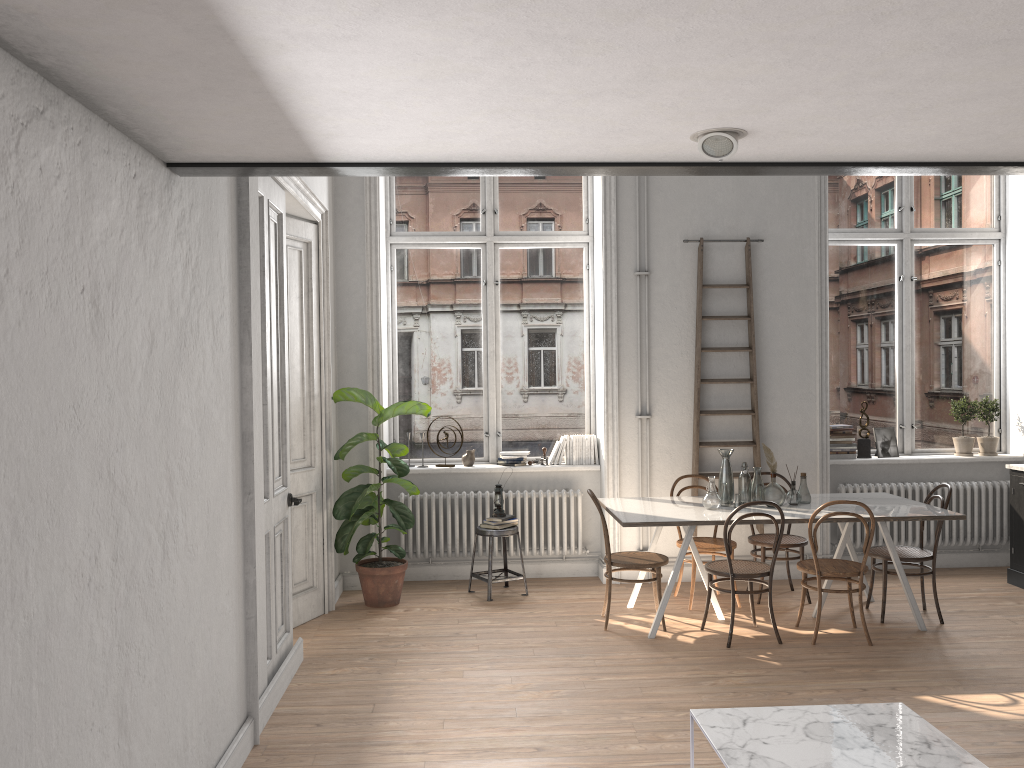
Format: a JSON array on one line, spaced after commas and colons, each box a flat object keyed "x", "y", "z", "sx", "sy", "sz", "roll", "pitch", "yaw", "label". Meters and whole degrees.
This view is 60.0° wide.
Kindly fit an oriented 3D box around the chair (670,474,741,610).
[{"x": 1.435, "y": 1.163, "z": 6.624, "sx": 0.438, "sy": 0.921, "sz": 0.549, "roll": -1, "pitch": 1, "yaw": -5, "label": "chair"}]

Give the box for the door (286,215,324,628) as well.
[{"x": -1.559, "y": 0.259, "z": 5.903, "sx": 0.216, "sy": 2.815, "sz": 1.097, "roll": 0, "pitch": 1, "yaw": 22, "label": "door"}]

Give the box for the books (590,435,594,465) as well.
[{"x": 0.674, "y": 0.557, "z": 7.554, "sx": 0.024, "sy": 0.243, "sz": 0.175, "roll": -1, "pitch": 1, "yaw": -3, "label": "books"}]

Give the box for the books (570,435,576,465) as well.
[{"x": 0.519, "y": 0.559, "z": 7.536, "sx": 0.024, "sy": 0.243, "sz": 0.175, "roll": -1, "pitch": 1, "yaw": -3, "label": "books"}]

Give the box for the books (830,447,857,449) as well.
[{"x": 2.811, "y": 0.544, "z": 7.652, "sx": 0.255, "sy": 0.014, "sz": 0.192, "roll": -1, "pitch": 1, "yaw": 0, "label": "books"}]

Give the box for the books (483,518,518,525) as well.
[{"x": -0.088, "y": 1.075, "z": 6.961, "sx": 0.232, "sy": 0.029, "sz": 0.162, "roll": -1, "pitch": 1, "yaw": -32, "label": "books"}]

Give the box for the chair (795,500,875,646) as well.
[{"x": 2.062, "y": 1.164, "z": 5.679, "sx": 0.438, "sy": 0.921, "sz": 0.549, "roll": -1, "pitch": 1, "yaw": 8, "label": "chair"}]

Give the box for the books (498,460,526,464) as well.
[{"x": 0.004, "y": 0.654, "z": 7.506, "sx": 0.205, "sy": 0.022, "sz": 0.155, "roll": -1, "pitch": 1, "yaw": 17, "label": "books"}]

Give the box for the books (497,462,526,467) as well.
[{"x": -0.002, "y": 0.677, "z": 7.510, "sx": 0.147, "sy": 0.023, "sz": 0.221, "roll": -1, "pitch": 1, "yaw": -44, "label": "books"}]

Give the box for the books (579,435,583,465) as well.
[{"x": 0.581, "y": 0.558, "z": 7.570, "sx": 0.024, "sy": 0.243, "sz": 0.175, "roll": -1, "pitch": 1, "yaw": -3, "label": "books"}]

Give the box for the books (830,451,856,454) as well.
[{"x": 2.803, "y": 0.586, "z": 7.637, "sx": 0.249, "sy": 0.023, "sz": 0.175, "roll": -1, "pitch": 1, "yaw": -7, "label": "books"}]

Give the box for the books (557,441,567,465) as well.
[{"x": 0.423, "y": 0.580, "z": 7.541, "sx": 0.072, "sy": 0.203, "sz": 0.155, "roll": -1, "pitch": 1, "yaw": -3, "label": "books"}]

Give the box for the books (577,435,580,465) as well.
[{"x": 0.560, "y": 0.558, "z": 7.564, "sx": 0.019, "sy": 0.244, "sz": 0.174, "roll": -1, "pitch": 1, "yaw": -3, "label": "books"}]

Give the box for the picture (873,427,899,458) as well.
[{"x": 3.229, "y": 0.509, "z": 7.716, "sx": 0.221, "sy": 0.264, "sz": 0.149, "roll": -1, "pitch": 1, "yaw": -19, "label": "picture"}]

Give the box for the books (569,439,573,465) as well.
[{"x": 0.497, "y": 0.578, "z": 7.545, "sx": 0.020, "sy": 0.205, "sz": 0.155, "roll": -1, "pitch": 1, "yaw": -3, "label": "books"}]

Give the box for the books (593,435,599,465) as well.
[{"x": 0.705, "y": 0.556, "z": 7.554, "sx": 0.040, "sy": 0.244, "sz": 0.174, "roll": -1, "pitch": 1, "yaw": -3, "label": "books"}]

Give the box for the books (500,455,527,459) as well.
[{"x": 0.008, "y": 0.611, "z": 7.493, "sx": 0.205, "sy": 0.020, "sz": 0.155, "roll": -1, "pitch": 1, "yaw": -13, "label": "books"}]

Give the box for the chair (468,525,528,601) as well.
[{"x": -0.111, "y": 1.376, "z": 6.929, "sx": 0.364, "sy": 0.523, "sz": 0.360, "roll": -1, "pitch": 1, "yaw": -29, "label": "chair"}]

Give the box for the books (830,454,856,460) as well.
[{"x": 2.801, "y": 0.618, "z": 7.639, "sx": 0.248, "sy": 0.043, "sz": 0.192, "roll": -1, "pitch": 1, "yaw": -3, "label": "books"}]

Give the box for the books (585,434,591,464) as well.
[{"x": 0.647, "y": 0.557, "z": 7.573, "sx": 0.024, "sy": 0.243, "sz": 0.175, "roll": -1, "pitch": 1, "yaw": -3, "label": "books"}]

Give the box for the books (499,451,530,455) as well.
[{"x": 0.026, "y": 0.586, "z": 7.513, "sx": 0.244, "sy": 0.019, "sz": 0.174, "roll": -1, "pitch": 1, "yaw": 7, "label": "books"}]

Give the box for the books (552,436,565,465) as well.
[{"x": 0.398, "y": 0.564, "z": 7.538, "sx": 0.100, "sy": 0.235, "sz": 0.174, "roll": -1, "pitch": 1, "yaw": -3, "label": "books"}]

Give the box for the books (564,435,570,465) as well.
[{"x": 0.470, "y": 0.559, "z": 7.564, "sx": 0.024, "sy": 0.243, "sz": 0.175, "roll": -1, "pitch": 1, "yaw": -3, "label": "books"}]

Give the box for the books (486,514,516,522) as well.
[{"x": -0.086, "y": 1.052, "z": 6.962, "sx": 0.147, "sy": 0.027, "sz": 0.221, "roll": 0, "pitch": 1, "yaw": 29, "label": "books"}]

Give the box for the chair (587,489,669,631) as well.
[{"x": 0.793, "y": 1.177, "z": 6.061, "sx": 0.549, "sy": 0.921, "sz": 0.438, "roll": -1, "pitch": 1, "yaw": 5, "label": "chair"}]

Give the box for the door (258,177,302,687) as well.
[{"x": -1.333, "y": 0.268, "z": 4.751, "sx": 0.216, "sy": 2.815, "sz": 1.097, "roll": -1, "pitch": 1, "yaw": -2, "label": "door"}]

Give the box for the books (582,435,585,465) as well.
[{"x": 0.603, "y": 0.558, "z": 7.549, "sx": 0.019, "sy": 0.244, "sz": 0.174, "roll": -1, "pitch": 1, "yaw": -3, "label": "books"}]

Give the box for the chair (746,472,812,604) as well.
[{"x": 2.003, "y": 1.154, "z": 6.732, "sx": 0.438, "sy": 0.921, "sz": 0.549, "roll": -1, "pitch": 1, "yaw": 4, "label": "chair"}]

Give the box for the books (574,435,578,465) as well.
[{"x": 0.541, "y": 0.558, "z": 7.546, "sx": 0.019, "sy": 0.244, "sz": 0.174, "roll": -1, "pitch": 1, "yaw": -3, "label": "books"}]

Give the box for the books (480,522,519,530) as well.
[{"x": -0.099, "y": 1.101, "z": 6.958, "sx": 0.194, "sy": 0.034, "sz": 0.246, "roll": 0, "pitch": 1, "yaw": 37, "label": "books"}]

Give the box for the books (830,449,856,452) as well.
[{"x": 2.802, "y": 0.563, "z": 7.637, "sx": 0.249, "sy": 0.023, "sz": 0.175, "roll": -1, "pitch": 1, "yaw": -2, "label": "books"}]

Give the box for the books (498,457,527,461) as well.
[{"x": 0.006, "y": 0.632, "z": 7.505, "sx": 0.221, "sy": 0.023, "sz": 0.147, "roll": -1, "pitch": 1, "yaw": 13, "label": "books"}]

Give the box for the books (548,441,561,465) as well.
[{"x": 0.359, "y": 0.584, "z": 7.541, "sx": 0.105, "sy": 0.194, "sz": 0.155, "roll": -1, "pitch": 1, "yaw": -4, "label": "books"}]

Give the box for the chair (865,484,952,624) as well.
[{"x": 2.739, "y": 1.151, "z": 6.137, "sx": 0.549, "sy": 0.921, "sz": 0.438, "roll": -1, "pitch": 1, "yaw": 10, "label": "chair"}]

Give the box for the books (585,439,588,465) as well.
[{"x": 0.626, "y": 0.576, "z": 7.552, "sx": 0.020, "sy": 0.205, "sz": 0.155, "roll": -1, "pitch": 1, "yaw": -3, "label": "books"}]

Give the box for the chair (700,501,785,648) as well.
[{"x": 1.476, "y": 1.172, "z": 5.686, "sx": 0.438, "sy": 0.921, "sz": 0.549, "roll": -1, "pitch": 1, "yaw": -7, "label": "chair"}]
